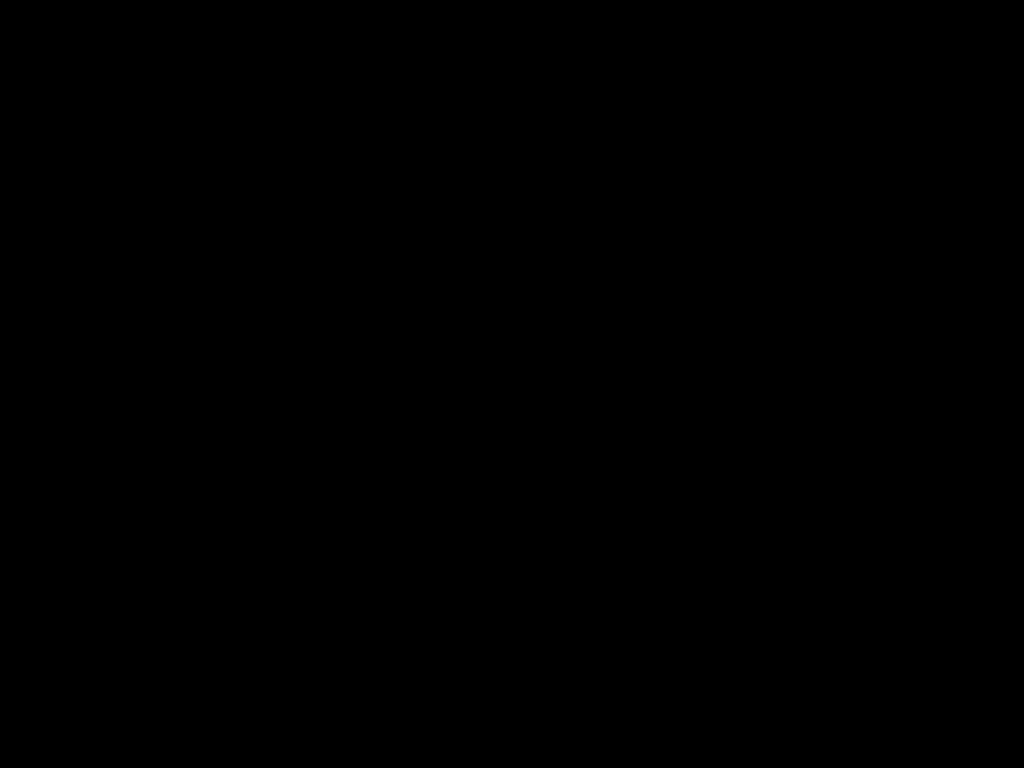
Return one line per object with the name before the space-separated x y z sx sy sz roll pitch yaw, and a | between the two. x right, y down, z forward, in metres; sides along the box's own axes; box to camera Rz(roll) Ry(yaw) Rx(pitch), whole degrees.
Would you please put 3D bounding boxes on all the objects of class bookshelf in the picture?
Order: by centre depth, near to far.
bookshelf | -0.755 0.015 1.245 0.643 0.303 1.495 5 7 42

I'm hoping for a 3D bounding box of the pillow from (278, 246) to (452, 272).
pillow | -0.357 -0.255 1.289 0.470 0.241 0.498 0 5 7
